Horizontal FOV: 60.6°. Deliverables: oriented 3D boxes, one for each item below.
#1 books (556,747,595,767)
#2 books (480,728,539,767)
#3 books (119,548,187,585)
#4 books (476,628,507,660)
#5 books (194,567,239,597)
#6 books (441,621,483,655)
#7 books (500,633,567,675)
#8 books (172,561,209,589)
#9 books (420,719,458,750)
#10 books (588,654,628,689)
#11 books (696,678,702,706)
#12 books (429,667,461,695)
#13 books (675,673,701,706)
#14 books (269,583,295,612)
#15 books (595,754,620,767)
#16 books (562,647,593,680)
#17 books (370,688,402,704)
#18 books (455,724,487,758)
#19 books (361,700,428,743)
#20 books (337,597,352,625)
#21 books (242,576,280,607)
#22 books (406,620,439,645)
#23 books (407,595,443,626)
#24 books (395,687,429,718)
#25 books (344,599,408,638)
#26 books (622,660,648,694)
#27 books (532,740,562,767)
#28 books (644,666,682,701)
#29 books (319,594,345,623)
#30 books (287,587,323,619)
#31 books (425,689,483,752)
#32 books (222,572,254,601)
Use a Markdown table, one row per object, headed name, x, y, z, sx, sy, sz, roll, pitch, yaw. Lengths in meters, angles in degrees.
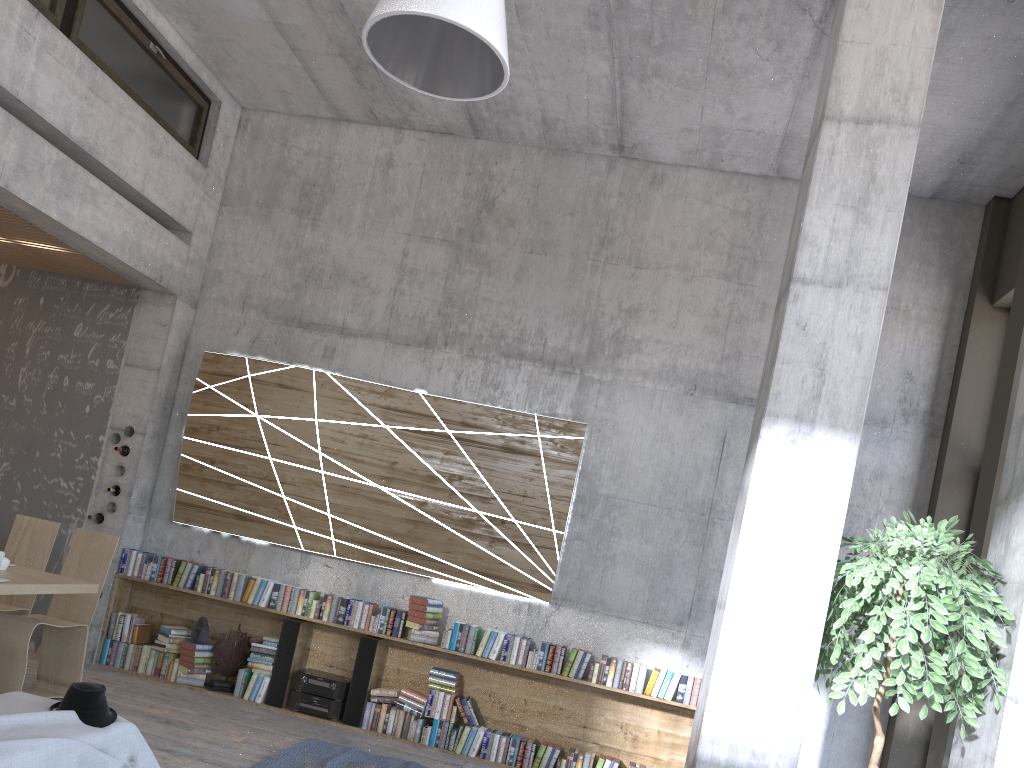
| name | x | y | z | sx | sy | sz | roll | pitch | yaw |
| --- | --- | --- | --- | --- | --- | --- | --- | --- | --- |
| books | 0.496 | 3.006 | 6.913 | 0.277 | 0.218 | 0.213 | 11 | -7 | 8 |
| books | -0.021 | 2.916 | 7.001 | 0.415 | 0.218 | 0.208 | 10 | -7 | 10 |
| books | -3.108 | 1.579 | 7.573 | 0.487 | 0.218 | 0.219 | 10 | -7 | 10 |
| books | -0.162 | 2.092 | 7.058 | 0.198 | 0.225 | 0.193 | 11 | -6 | 10 |
| books | -2.525 | 1.683 | 7.479 | 0.277 | 0.218 | 0.213 | 11 | -7 | 8 |
| books | -0.406 | 2.050 | 7.109 | 0.277 | 0.218 | 0.213 | 11 | -7 | 8 |
| books | 0.174 | 2.161 | 7.025 | 0.487 | 0.218 | 0.219 | 10 | -7 | 10 |
| books | -2.762 | 1.642 | 7.529 | 0.198 | 0.225 | 0.193 | 11 | -6 | 10 |
| books | -0.590 | 2.807 | 7.079 | 0.225 | 0.218 | 0.219 | 11 | -7 | 10 |
| books | 0.758 | 2.264 | 6.931 | 0.277 | 0.218 | 0.213 | 11 | -7 | 8 |
| books | 1.576 | 2.411 | 6.769 | 0.275 | 0.218 | 0.173 | 10 | -6 | 11 |
| books | -0.546 | 2.413 | 7.129 | 0.238 | 0.159 | 0.193 | 10 | -8 | 10 |
| books | 1.366 | 2.373 | 6.802 | 0.155 | 0.218 | 0.157 | 11 | -5 | 10 |
| books | -1.916 | 1.791 | 7.351 | 0.155 | 0.218 | 0.157 | 11 | -5 | 10 |
| books | 0.731 | 3.055 | 6.916 | 0.198 | 0.225 | 0.193 | 11 | -6 | 10 |
| books | 0.521 | 2.223 | 6.980 | 0.198 | 0.225 | 0.193 | 11 | -6 | 10 |
| books | -1.022 | 2.553 | 7.180 | 0.233 | 0.138 | 0.195 | 10 | -8 | 11 |
| books | -0.322 | 2.852 | 7.024 | 0.198 | 0.225 | 0.193 | 11 | -6 | 10 |
| books | -0.950 | 2.742 | 7.172 | 0.492 | 0.235 | 0.246 | 10 | -7 | 10 |
| books | -1.388 | 1.892 | 7.305 | 0.055 | 0.218 | 0.193 | 11 | -6 | 11 |
| books | -2.107 | 1.750 | 7.385 | 0.248 | 0.226 | 0.193 | 11 | -6 | 10 |
| books | -0.732 | 2.023 | 7.138 | 0.290 | 0.148 | 0.221 | 18 | -10 | -32 |
| books | -0.706 | 1.846 | 7.141 | 0.187 | 0.208 | 0.252 | 8 | -8 | 31 |
| books | -0.798 | 2.570 | 7.083 | 0.242 | 0.190 | 0.157 | 11 | -6 | 10 |
| books | -1.111 | 1.936 | 7.239 | 0.487 | 0.218 | 0.219 | 10 | -7 | 10 |
| books | 0.964 | 2.295 | 6.871 | 0.155 | 0.218 | 0.193 | 11 | -6 | 10 |
| books | 0.275 | 2.968 | 6.960 | 0.198 | 0.225 | 0.193 | 11 | -6 | 10 |
| books | 1.175 | 2.332 | 6.836 | 0.248 | 0.226 | 0.193 | 11 | -6 | 10 |
| books | -1.489 | 1.876 | 7.329 | 0.154 | 0.218 | 0.208 | 11 | -7 | 10 |
| books | -1.707 | 1.830 | 7.317 | 0.275 | 0.218 | 0.173 | 10 | -6 | 11 |
| books | -0.474 | 2.723 | 7.080 | 0.449 | 0.444 | 0.218 | 11 | -4 | 10 |
| books | -2.318 | 1.713 | 7.420 | 0.155 | 0.218 | 0.193 | 11 | -6 | 10 |
